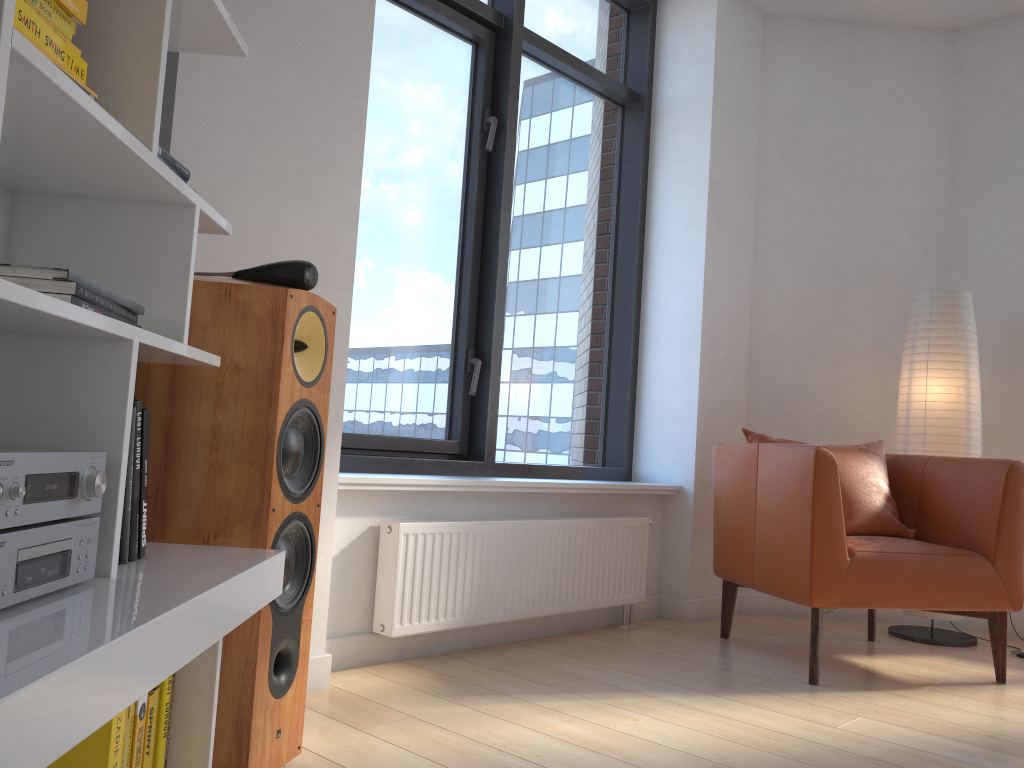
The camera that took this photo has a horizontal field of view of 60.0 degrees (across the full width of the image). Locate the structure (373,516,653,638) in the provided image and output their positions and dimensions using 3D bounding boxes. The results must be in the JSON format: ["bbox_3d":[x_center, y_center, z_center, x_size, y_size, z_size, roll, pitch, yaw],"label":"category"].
[{"bbox_3d":[0.086,0.740,3.347,0.110,0.460,1.474,0,-6,43],"label":"structure"}]

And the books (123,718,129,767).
[{"bbox_3d":[-0.610,0.572,1.209,0.156,0.229,0.024,4,-4,-2],"label":"books"}]

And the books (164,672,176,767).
[{"bbox_3d":[-0.648,0.561,1.393,0.213,0.270,0.025,4,-4,-2],"label":"books"}]

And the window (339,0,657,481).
[{"bbox_3d":[-0.077,-0.824,3.666,0.170,2.402,1.960,0,-6,43],"label":"window"}]

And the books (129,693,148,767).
[{"bbox_3d":[-0.627,0.562,1.258,0.185,0.250,0.035,4,-4,-2],"label":"books"}]

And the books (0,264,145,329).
[{"bbox_3d":[-0.683,-0.117,1.231,0.250,0.047,0.310,4,-4,-6],"label":"books"}]

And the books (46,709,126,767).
[{"bbox_3d":[-0.626,0.552,1.161,0.198,0.255,0.044,4,-4,-2],"label":"books"}]

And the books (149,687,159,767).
[{"bbox_3d":[-0.632,0.575,1.337,0.172,0.234,0.024,4,-4,-2],"label":"books"}]

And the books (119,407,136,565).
[{"bbox_3d":[-0.666,0.150,1.352,0.169,0.242,0.050,4,-4,-2],"label":"books"}]

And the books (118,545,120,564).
[{"bbox_3d":[-0.673,0.151,1.330,0.170,0.236,0.049,4,-4,-1],"label":"books"}]

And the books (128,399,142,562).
[{"bbox_3d":[-0.678,0.146,1.381,0.193,0.255,0.066,4,-4,-2],"label":"books"}]

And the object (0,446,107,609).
[{"bbox_3d":[-0.667,0.159,1.040,0.270,0.174,0.285,4,-4,-2],"label":"object"}]

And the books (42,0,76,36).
[{"bbox_3d":[-0.674,-0.496,1.083,0.171,0.019,0.239,4,-4,-2],"label":"books"}]

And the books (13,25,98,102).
[{"bbox_3d":[-0.664,-0.396,1.074,0.203,0.024,0.257,4,-4,1],"label":"books"}]

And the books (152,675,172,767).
[{"bbox_3d":[-0.638,0.560,1.366,0.204,0.270,0.029,4,-4,-2],"label":"books"}]

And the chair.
[{"bbox_3d":[1.305,0.623,3.437,0.896,0.858,0.843,5,-4,-15],"label":"chair"}]

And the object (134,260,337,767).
[{"bbox_3d":[-0.661,0.268,1.903,0.434,1.088,0.290,3,-4,13],"label":"object"}]

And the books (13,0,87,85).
[{"bbox_3d":[-0.667,-0.429,1.078,0.189,0.042,0.243,4,-4,-2],"label":"books"}]

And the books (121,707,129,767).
[{"bbox_3d":[-0.629,0.552,1.192,0.199,0.263,0.015,4,-4,-2],"label":"books"}]

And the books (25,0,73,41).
[{"bbox_3d":[-0.657,-0.475,1.070,0.145,0.023,0.217,4,-4,2],"label":"books"}]

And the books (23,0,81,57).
[{"bbox_3d":[-0.679,-0.459,1.077,0.189,0.014,0.251,4,-4,1],"label":"books"}]

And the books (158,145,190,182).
[{"bbox_3d":[-0.644,-0.377,1.445,0.161,0.023,0.213,4,-4,2],"label":"books"}]

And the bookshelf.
[{"bbox_3d":[-0.556,-0.339,0.181,0.455,2.052,3.000,4,-4,-2],"label":"bookshelf"}]

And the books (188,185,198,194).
[{"bbox_3d":[-0.629,-0.338,1.442,0.161,0.023,0.213,4,-4,2],"label":"books"}]

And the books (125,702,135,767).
[{"bbox_3d":[-0.628,0.559,1.231,0.180,0.251,0.019,4,-4,-2],"label":"books"}]

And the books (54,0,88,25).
[{"bbox_3d":[-0.671,-0.520,1.095,0.176,0.033,0.239,4,-4,1],"label":"books"}]

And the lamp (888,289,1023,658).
[{"bbox_3d":[2.137,0.368,3.922,0.804,1.550,0.502,3,-4,3],"label":"lamp"}]

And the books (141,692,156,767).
[{"bbox_3d":[-0.628,0.574,1.311,0.172,0.234,0.024,4,-4,-2],"label":"books"}]

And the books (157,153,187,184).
[{"bbox_3d":[-0.631,-0.357,1.442,0.142,0.015,0.198,4,-4,-3],"label":"books"}]

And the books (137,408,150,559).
[{"bbox_3d":[-0.672,0.154,1.411,0.177,0.242,0.066,4,-4,-2],"label":"books"}]
